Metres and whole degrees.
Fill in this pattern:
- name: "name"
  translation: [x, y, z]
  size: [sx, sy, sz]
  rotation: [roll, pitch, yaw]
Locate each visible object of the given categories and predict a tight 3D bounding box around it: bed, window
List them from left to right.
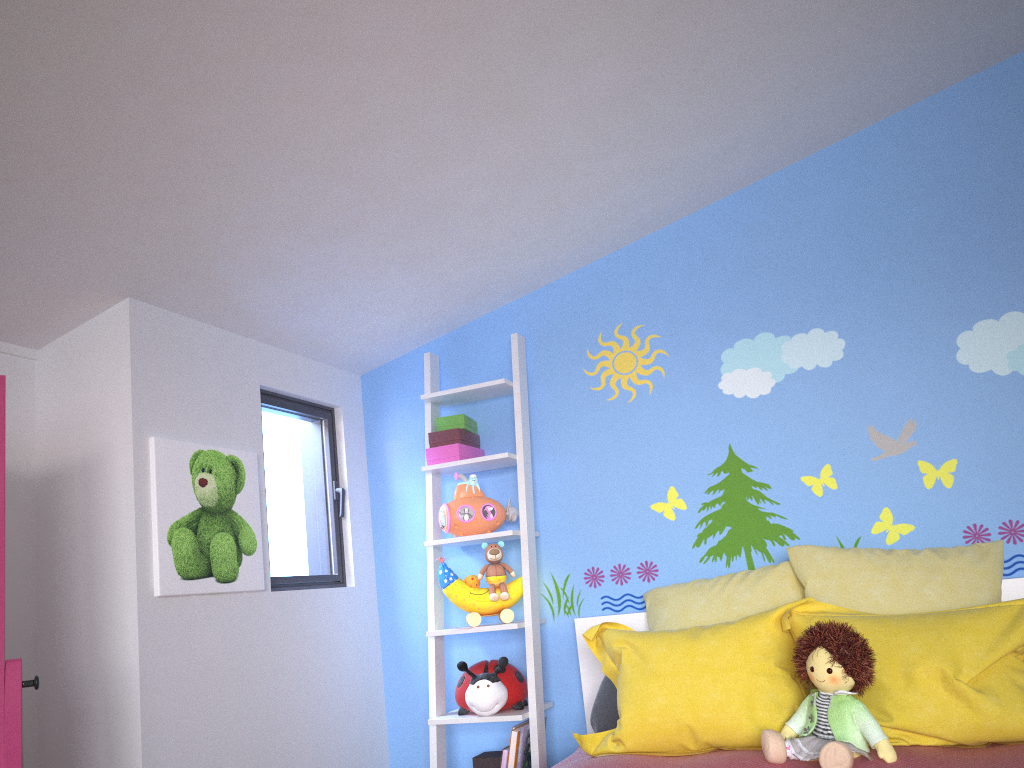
- name: "window"
  translation: [-0.812, 0.378, 3.190]
  size: [0.209, 0.740, 0.590]
  rotation: [-10, -12, 21]
- name: "bed"
  translation: [0.548, 0.864, 1.676]
  size: [1.932, 0.803, 2.334]
  rotation: [-11, -14, 21]

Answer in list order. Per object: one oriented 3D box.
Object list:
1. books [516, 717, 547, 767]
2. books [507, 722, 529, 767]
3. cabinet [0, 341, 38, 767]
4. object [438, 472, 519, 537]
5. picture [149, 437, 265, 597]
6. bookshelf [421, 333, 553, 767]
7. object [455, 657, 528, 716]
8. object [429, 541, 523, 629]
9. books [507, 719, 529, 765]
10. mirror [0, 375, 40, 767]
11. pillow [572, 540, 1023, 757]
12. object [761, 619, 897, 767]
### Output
- name: "books"
  translation: [2.660, 4.413, 3.572]
  size: [5.392, 6.643, 0.364]
  rotation: [0, -12, -27]
- name: "books"
  translation: [0.032, 1.233, 2.867]
  size: [0.080, 0.246, 0.199]
  rotation: [-10, -12, 21]
- name: "cabinet"
  translation: [-2.137, 0.386, 0.530]
  size: [0.053, 1.745, 4.263]
  rotation: [-10, -13, 21]
- name: "object"
  translation: [-0.118, 0.423, 3.143]
  size: [0.295, 0.231, 0.159]
  rotation: [-4, -11, -8]
- name: "picture"
  translation: [-0.902, 0.402, 2.643]
  size: [0.026, 0.439, 0.453]
  rotation: [-10, -12, 21]
- name: "bookshelf"
  translation: [-0.104, 0.726, 3.069]
  size: [0.392, 1.833, 0.383]
  rotation: [-10, -11, 21]
- name: "object"
  translation: [-0.088, 1.013, 2.987]
  size: [0.254, 0.181, 0.324]
  rotation: [-12, -14, 27]
- name: "object"
  translation: [-0.099, 0.683, 3.027]
  size: [0.372, 0.278, 0.155]
  rotation: [-5, -11, -6]
- name: "books"
  translation: [0.028, 1.241, 2.912]
  size: [0.078, 0.251, 0.210]
  rotation: [-10, -12, 21]
- name: "mirror"
  translation: [-1.202, 0.687, 1.608]
  size: [0.610, 1.474, 0.421]
  rotation: [-1, -12, -27]
- name: "pillow"
  translation: [0.799, 0.713, 2.454]
  size: [1.350, 0.526, 0.684]
  rotation: [-11, -13, 22]
- name: "object"
  translation: [0.718, 0.722, 2.047]
  size: [0.251, 0.338, 0.289]
  rotation: [2, -14, -33]
